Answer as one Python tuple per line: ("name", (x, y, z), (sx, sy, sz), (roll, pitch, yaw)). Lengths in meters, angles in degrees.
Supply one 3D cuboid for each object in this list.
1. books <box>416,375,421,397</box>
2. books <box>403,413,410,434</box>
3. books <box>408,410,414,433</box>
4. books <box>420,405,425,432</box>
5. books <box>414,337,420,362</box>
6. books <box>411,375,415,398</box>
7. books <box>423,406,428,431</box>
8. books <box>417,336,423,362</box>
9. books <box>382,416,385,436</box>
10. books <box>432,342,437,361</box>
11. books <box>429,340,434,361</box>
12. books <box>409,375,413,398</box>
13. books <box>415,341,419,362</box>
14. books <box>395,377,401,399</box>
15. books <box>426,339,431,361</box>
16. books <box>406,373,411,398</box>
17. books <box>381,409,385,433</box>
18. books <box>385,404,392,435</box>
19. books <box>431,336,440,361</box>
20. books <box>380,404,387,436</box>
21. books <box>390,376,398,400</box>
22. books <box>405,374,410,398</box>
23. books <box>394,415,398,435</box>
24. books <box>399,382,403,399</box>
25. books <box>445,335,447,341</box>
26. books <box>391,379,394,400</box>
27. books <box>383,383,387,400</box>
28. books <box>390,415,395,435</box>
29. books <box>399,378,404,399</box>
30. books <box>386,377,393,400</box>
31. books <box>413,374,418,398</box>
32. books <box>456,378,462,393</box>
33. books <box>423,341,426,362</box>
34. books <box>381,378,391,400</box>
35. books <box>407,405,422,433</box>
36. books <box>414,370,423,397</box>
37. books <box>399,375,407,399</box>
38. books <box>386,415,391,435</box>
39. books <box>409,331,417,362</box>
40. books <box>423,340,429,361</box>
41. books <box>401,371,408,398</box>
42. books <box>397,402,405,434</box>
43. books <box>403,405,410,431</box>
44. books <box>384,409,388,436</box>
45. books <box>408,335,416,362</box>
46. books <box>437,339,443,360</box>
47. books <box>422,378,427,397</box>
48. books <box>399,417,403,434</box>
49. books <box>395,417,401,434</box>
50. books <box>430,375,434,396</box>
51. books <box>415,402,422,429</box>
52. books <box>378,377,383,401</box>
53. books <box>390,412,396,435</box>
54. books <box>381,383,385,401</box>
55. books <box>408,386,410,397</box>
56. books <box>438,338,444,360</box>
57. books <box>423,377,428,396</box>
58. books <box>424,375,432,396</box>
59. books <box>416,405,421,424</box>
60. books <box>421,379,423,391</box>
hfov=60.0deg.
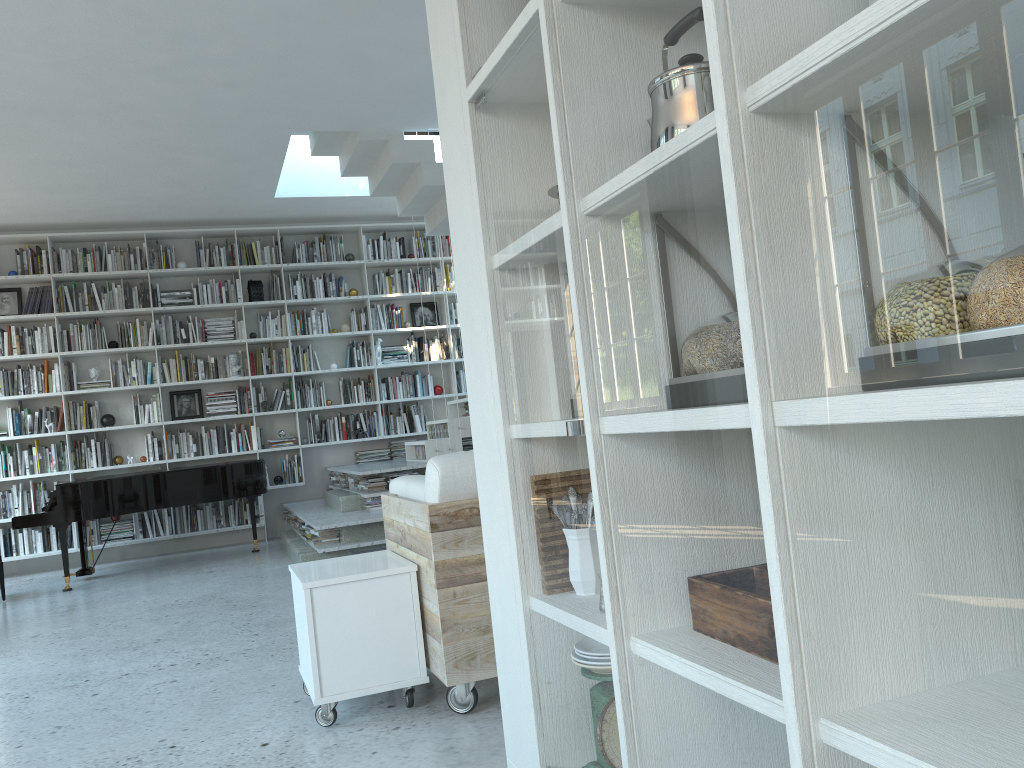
("books", (-1.022, 0.028, 9.508), (0.023, 0.244, 0.190), (-6, -2, -19))
("books", (-1.144, 0.421, 9.454), (0.052, 0.217, 0.184), (-6, -2, -19))
("books", (-1.098, 0.406, 9.474), (0.031, 0.239, 0.171), (-6, -2, -19))
("books", (-0.975, 0.370, 9.512), (0.025, 0.287, 0.160), (-6, -2, -19))
("books", (-1.028, -0.357, 9.555), (0.013, 0.280, 0.131), (-6, -2, -19))
("books", (-1.074, 0.031, 9.489), (0.014, 0.249, 0.177), (-6, -2, -19))
("books", (-0.937, 0.373, 9.535), (0.062, 0.274, 0.148), (-6, -2, -19))
("books", (-0.990, -0.362, 9.555), (0.059, 0.282, 0.167), (-6, -2, -19))
("books", (-1.382, 0.448, 9.360), (0.027, 0.208, 0.164), (-6, -2, -19))
("books", (-0.857, -0.340, 9.616), (0.025, 0.213, 0.155), (-6, -2, -19))
("books", (-0.885, -0.348, 9.614), (0.028, 0.235, 0.129), (-6, -2, -19))
("books", (-1.100, 0.035, 9.501), (0.026, 0.246, 0.166), (-6, -2, -19))
("books", (-1.040, -0.335, 9.531), (0.030, 0.236, 0.179), (-6, -2, -19))
("books", (-1.230, 0.051, 9.451), (0.026, 0.239, 0.177), (-6, -2, -19))
("books", (-0.914, -0.353, 9.606), (0.031, 0.250, 0.133), (-6, -2, -19))
("books", (-1.118, 0.024, 9.492), (0.011, 0.272, 0.152), (-6, -2, -19))
("books", (-1.375, 0.409, 9.387), (0.012, 0.286, 0.158), (-6, -2, -19))
("books", (-1.310, 0.383, 9.420), (0.013, 0.327, 0.131), (-6, -2, -19))
("books", (-0.830, -0.372, 9.602), (0.021, 0.271, 0.191), (-6, -2, -19))
("books", (-1.364, 0.382, 9.387), (0.014, 0.337, 0.132), (-6, -2, -19))
("books", (-1.259, 0.050, 9.425), (0.045, 0.246, 0.186), (-6, -2, -19))
("books", (-1.132, 0.029, 9.465), (0.012, 0.262, 0.186), (-6, -2, -19))
("books", (-1.248, 0.435, 9.428), (0.025, 0.210, 0.137), (-6, -2, -19))
("books", (-1.198, 0.076, 9.448), (0.027, 0.181, 0.186), (-6, -2, -19))
("books", (-0.710, -0.389, 9.679), (0.029, 0.283, 0.138), (-6, -2, -19))
("books", (-1.284, 0.064, 9.421), (0.011, 0.223, 0.163), (-6, -2, -19))
("books", (-1.358, 0.091, 9.399), (0.022, 0.184, 0.162), (-6, -2, -19))
("books", (-1.284, 0.436, 9.414), (0.023, 0.214, 0.163), (-6, -2, -19))
("books", (-1.186, 0.052, 9.464), (0.012, 0.229, 0.179), (-6, -2, -19))
("books", (-1.306, 0.054, 9.428), (0.024, 0.247, 0.143), (-6, -2, -19))
("books", (-1.047, 0.027, 9.526), (0.012, 0.254, 0.161), (-6, -2, -19))
("books", (-0.622, -0.025, 9.671), (0.085, 0.278, 0.159), (-6, -2, -19))
("books", (-0.966, -0.362, 9.592), (0.010, 0.278, 0.129), (-6, -2, -19))
("books", (-1.336, 0.058, 9.405), (0.047, 0.244, 0.177), (-6, -2, -19))
("books", (-1.038, 0.372, 9.453), (0.075, 0.291, 0.255), (-6, -2, -19))
("books", (-1.002, 0.003, 9.520), (0.026, 0.290, 0.181), (-6, -2, -19))
("books", (-1.161, 0.035, 9.450), (0.028, 0.255, 0.191), (-6, -2, -19))
("books", (-1.326, 0.441, 9.412), (0.033, 0.213, 0.140), (-6, -2, -19))
("books", (-1.062, -0.385, 9.518), (0.010, 0.339, 0.180), (-6, -2, -19))
("books", (-0.938, -0.347, 9.578), (0.031, 0.242, 0.147), (-6, -2, -19))
("books", (-1.151, 0.013, 9.478), (0.013, 0.299, 0.147), (-6, -2, -19))
("books", (-1.182, 0.366, 9.445), (0.014, 0.333, 0.169), (-6, -2, -19))
("books", (-1.127, 0.377, 9.486), (0.010, 0.304, 0.131), (-6, -2, -19))
("books", (-1.348, 0.406, 9.394), (0.015, 0.287, 0.138), (-6, -2, -19))
("books", (-1.070, -0.364, 9.515), (0.011, 0.300, 0.184), (-6, -2, -19))
("books", (-0.800, -0.359, 9.614), (0.041, 0.239, 0.176), (-6, -2, -19))
("books", (-0.963, 0.045, 9.535), (0.030, 0.200, 0.189), (-6, -2, -19))
("books", (-1.193, 0.442, 9.439), (0.024, 0.185, 0.149), (-6, -2, -19))
("books", (-1.221, 0.444, 9.437), (0.030, 0.188, 0.140), (-6, -2, -19))
("books", (-0.882, 0.026, 9.572), (0.027, 0.223, 0.170), (-6, -2, -19))
("books", (-1.002, 0.354, 9.527), (0.012, 0.326, 0.136), (-6, -2, -19))
("books", (-1.404, 0.060, 9.399), (0.012, 0.254, 0.161), (-6, -2, -19))
("books", (-1.264, 0.419, 9.411), (0.015, 0.243, 0.156), (-6, -2, -19))
("books", (-1.380, 0.092, 9.394), (0.023, 0.186, 0.159), (-6, -2, -19))
("books", (-1.125, 0.051, 9.487), (0.011, 0.220, 0.150), (-6, -2, -19))
("books", (-0.775, -0.369, 9.639), (0.024, 0.254, 0.145), (-6, -2, -19))
("books", (-0.938, 0.034, 9.561), (0.037, 0.218, 0.139), (-6, -2, -19))
("books", (-0.907, 0.022, 9.562), (0.025, 0.235, 0.181), (-6, -2, -19))
("books", (-1.009, 0.375, 9.517), (0.012, 0.285, 0.159), (-6, -2, -19))
("books", (-0.989, 0.022, 9.540), (0.010, 0.252, 0.153), (-6, -2, -19))
